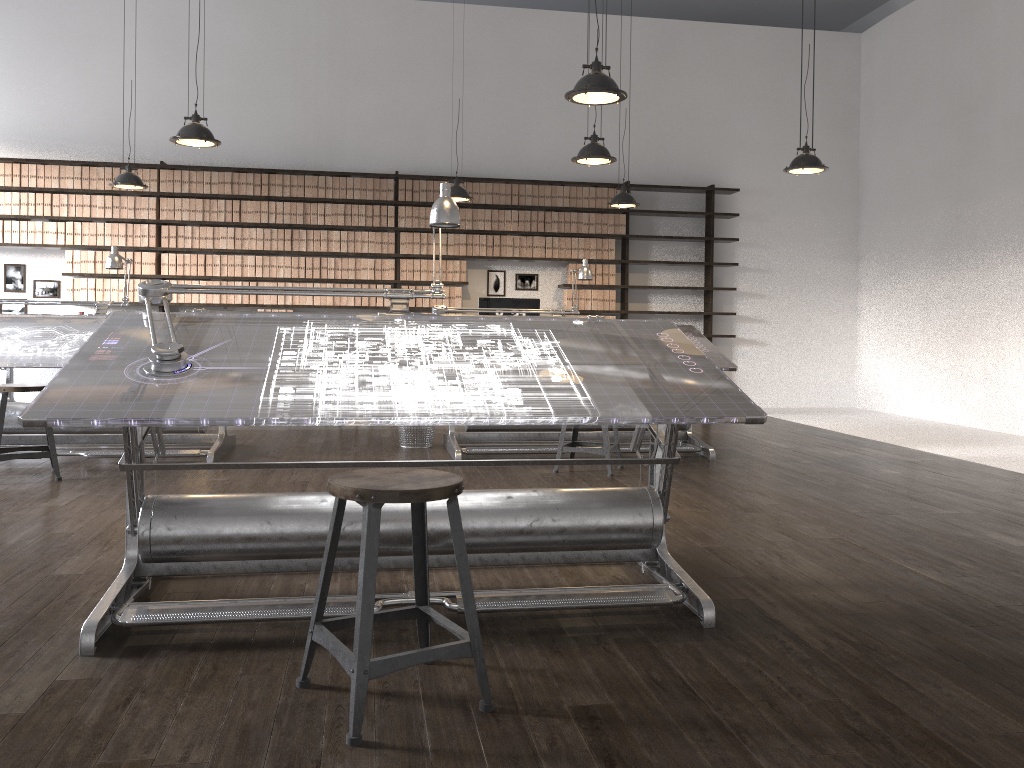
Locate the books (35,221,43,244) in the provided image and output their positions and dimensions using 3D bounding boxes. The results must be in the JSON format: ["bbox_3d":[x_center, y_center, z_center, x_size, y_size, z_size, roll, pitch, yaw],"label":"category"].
[{"bbox_3d":[-4.604,-1.469,8.676,0.067,0.225,0.175,1,2,-9],"label":"books"}]

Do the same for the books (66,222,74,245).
[{"bbox_3d":[-4.327,-1.475,8.721,0.067,0.225,0.175,1,2,-9],"label":"books"}]

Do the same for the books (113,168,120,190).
[{"bbox_3d":[-3.900,-2.018,8.785,0.067,0.225,0.175,1,2,-9],"label":"books"}]

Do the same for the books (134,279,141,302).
[{"bbox_3d":[-3.720,-0.926,8.835,0.067,0.225,0.175,1,2,-10],"label":"books"}]

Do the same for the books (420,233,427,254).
[{"bbox_3d":[-0.931,-1.463,9.291,0.067,0.225,0.174,1,2,-10],"label":"books"}]

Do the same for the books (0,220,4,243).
[{"bbox_3d":[-4.955,-1.470,8.618,0.067,0.225,0.175,1,2,-10],"label":"books"}]

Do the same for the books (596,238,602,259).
[{"bbox_3d":[0.924,-1.457,9.603,0.067,0.225,0.175,1,2,-10],"label":"books"}]

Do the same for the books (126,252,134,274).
[{"bbox_3d":[-3.785,-1.197,8.817,0.067,0.225,0.175,1,2,-9],"label":"books"}]

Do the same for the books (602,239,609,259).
[{"bbox_3d":[0.994,-1.457,9.615,0.067,0.225,0.174,1,2,-10],"label":"books"}]

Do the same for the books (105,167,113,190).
[{"bbox_3d":[-3.972,-2.019,8.773,0.067,0.225,0.175,1,2,-10],"label":"books"}]

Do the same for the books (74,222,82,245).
[{"bbox_3d":[-4.257,-1.475,8.737,0.067,0.225,0.174,1,2,-9],"label":"books"}]

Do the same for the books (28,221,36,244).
[{"bbox_3d":[-4.672,-1.470,8.670,0.067,0.225,0.175,1,2,-10],"label":"books"}]

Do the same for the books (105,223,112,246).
[{"bbox_3d":[-3.978,-1.474,8.783,0.067,0.225,0.175,1,2,-10],"label":"books"}]

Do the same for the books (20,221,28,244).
[{"bbox_3d":[-4.742,-1.470,8.659,0.067,0.225,0.174,1,2,-10],"label":"books"}]

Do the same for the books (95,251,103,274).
[{"bbox_3d":[-4.070,-1.198,8.775,0.067,0.225,0.175,1,2,-9],"label":"books"}]

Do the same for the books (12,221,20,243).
[{"bbox_3d":[-4.811,-1.470,8.643,0.067,0.225,0.174,1,2,-9],"label":"books"}]

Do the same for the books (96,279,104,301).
[{"bbox_3d":[-4.063,-0.927,8.779,0.067,0.225,0.175,1,2,-9],"label":"books"}]

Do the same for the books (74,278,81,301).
[{"bbox_3d":[-4.266,-0.928,8.744,0.067,0.225,0.175,1,2,-9],"label":"books"}]

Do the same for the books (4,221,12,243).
[{"bbox_3d":[-4.882,-1.471,8.636,0.067,0.225,0.175,1,2,-9],"label":"books"}]

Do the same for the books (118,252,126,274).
[{"bbox_3d":[-3.860,-1.197,8.810,0.067,0.225,0.175,1,2,-10],"label":"books"}]

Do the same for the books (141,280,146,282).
[{"bbox_3d":[-3.656,-0.926,8.848,0.067,0.225,0.175,1,2,-9],"label":"books"}]

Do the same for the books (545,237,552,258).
[{"bbox_3d":[0.381,-1.458,9.506,0.067,0.225,0.175,1,2,-9],"label":"books"}]

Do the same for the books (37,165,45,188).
[{"bbox_3d":[-4.587,-2.021,8.676,0.067,0.225,0.174,1,2,-9],"label":"books"}]

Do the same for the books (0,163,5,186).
[{"bbox_3d":[-4.938,-2.022,8.616,0.067,0.225,0.175,1,2,-9],"label":"books"}]

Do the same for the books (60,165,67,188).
[{"bbox_3d":[-4.384,-2.021,8.709,0.067,0.225,0.175,1,2,-9],"label":"books"}]

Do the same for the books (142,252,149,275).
[{"bbox_3d":[-3.637,-1.196,8.845,0.067,0.225,0.175,1,2,-9],"label":"books"}]

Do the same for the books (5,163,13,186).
[{"bbox_3d":[-4.874,-2.022,8.629,0.067,0.225,0.175,1,2,-10],"label":"books"}]

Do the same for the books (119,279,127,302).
[{"bbox_3d":[-3.853,-0.926,8.808,0.067,0.225,0.175,1,2,-10],"label":"books"}]

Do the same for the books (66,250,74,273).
[{"bbox_3d":[-4.335,-1.198,8.726,0.067,0.225,0.175,1,2,-10],"label":"books"}]

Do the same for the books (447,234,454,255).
[{"bbox_3d":[-0.653,-1.462,9.338,0.067,0.225,0.175,1,2,-9],"label":"books"}]

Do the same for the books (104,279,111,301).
[{"bbox_3d":[-3.995,-0.927,8.792,0.067,0.225,0.174,1,2,-9],"label":"books"}]

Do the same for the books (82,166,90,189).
[{"bbox_3d":[-4.182,-2.020,8.743,0.067,0.225,0.175,1,2,-9],"label":"books"}]

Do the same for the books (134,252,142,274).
[{"bbox_3d":[-3.713,-1.197,8.835,0.067,0.225,0.175,1,2,-10],"label":"books"}]

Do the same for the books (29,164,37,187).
[{"bbox_3d":[-4.656,-2.021,8.661,0.067,0.225,0.174,1,2,-10],"label":"books"}]

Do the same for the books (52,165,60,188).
[{"bbox_3d":[-4.450,-2.020,8.693,0.067,0.225,0.175,1,2,-10],"label":"books"}]

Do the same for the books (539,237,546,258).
[{"bbox_3d":[0.309,-1.459,9.495,0.067,0.225,0.175,1,2,-10],"label":"books"}]

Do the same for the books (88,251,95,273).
[{"bbox_3d":[-4.135,-1.198,8.758,0.067,0.225,0.175,1,2,-10],"label":"books"}]

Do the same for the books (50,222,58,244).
[{"bbox_3d":[-4.477,-1.469,8.700,0.067,0.225,0.175,1,2,-10],"label":"books"}]

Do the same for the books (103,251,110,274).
[{"bbox_3d":[-4.000,-1.198,8.786,0.067,0.225,0.174,1,2,-9],"label":"books"}]

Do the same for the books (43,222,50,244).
[{"bbox_3d":[-4.539,-1.469,8.691,0.067,0.225,0.175,1,2,-10],"label":"books"}]

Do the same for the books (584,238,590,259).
[{"bbox_3d":[0.792,-1.457,9.580,0.067,0.225,0.175,1,2,-10],"label":"books"}]

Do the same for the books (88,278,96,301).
[{"bbox_3d":[-4.132,-0.927,8.763,0.067,0.225,0.175,1,2,-10],"label":"books"}]

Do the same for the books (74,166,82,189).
[{"bbox_3d":[-4.250,-2.020,8.728,0.067,0.225,0.175,1,2,-10],"label":"books"}]

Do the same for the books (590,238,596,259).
[{"bbox_3d":[0.858,-1.457,9.586,0.067,0.225,0.175,1,2,-9],"label":"books"}]

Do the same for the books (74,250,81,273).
[{"bbox_3d":[-4.263,-1.198,8.739,0.067,0.225,0.175,1,2,-9],"label":"books"}]

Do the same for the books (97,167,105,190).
[{"bbox_3d":[-4.044,-2.019,8.764,0.067,0.225,0.174,1,2,-10],"label":"books"}]

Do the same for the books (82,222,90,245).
[{"bbox_3d":[-4.188,-1.475,8.752,0.067,0.225,0.174,1,2,-10],"label":"books"}]

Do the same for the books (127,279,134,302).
[{"bbox_3d":[-3.782,-0.926,8.820,0.067,0.225,0.175,1,2,-9],"label":"books"}]

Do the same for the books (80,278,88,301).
[{"bbox_3d":[-4.204,-0.928,8.753,0.067,0.225,0.175,1,2,-9],"label":"books"}]

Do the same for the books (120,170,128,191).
[{"bbox_3d":[-3.839,-2.019,8.799,0.067,0.225,0.175,1,2,-10],"label":"books"}]

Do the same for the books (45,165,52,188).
[{"bbox_3d":[-4.517,-2.021,8.688,0.067,0.225,0.175,1,2,-9],"label":"books"}]

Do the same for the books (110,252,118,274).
[{"bbox_3d":[-3.929,-1.197,8.794,0.067,0.225,0.174,1,2,-10],"label":"books"}]

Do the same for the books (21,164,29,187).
[{"bbox_3d":[-4.727,-2.022,8.654,0.067,0.225,0.175,1,2,-10],"label":"books"}]

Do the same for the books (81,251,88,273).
[{"bbox_3d":[-4.202,-1.198,8.751,0.067,0.225,0.175,1,2,-9],"label":"books"}]

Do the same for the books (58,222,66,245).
[{"bbox_3d":[-4.405,-1.469,8.710,0.067,0.225,0.175,1,2,-9],"label":"books"}]

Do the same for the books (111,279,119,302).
[{"bbox_3d":[-3.925,-0.927,8.800,0.067,0.225,0.174,1,2,-10],"label":"books"}]

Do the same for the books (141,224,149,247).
[{"bbox_3d":[-3.644,-1.473,8.837,0.067,0.225,0.174,1,2,-9],"label":"books"}]

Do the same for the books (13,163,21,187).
[{"bbox_3d":[-4.800,-2.022,8.636,0.067,0.225,0.175,1,2,-9],"label":"books"}]

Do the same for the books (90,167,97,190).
[{"bbox_3d":[-4.113,-2.020,8.757,0.067,0.225,0.174,1,2,-9],"label":"books"}]

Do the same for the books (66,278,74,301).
[{"bbox_3d":[-4.331,-0.928,8.729,0.067,0.225,0.175,1,2,-10],"label":"books"}]
